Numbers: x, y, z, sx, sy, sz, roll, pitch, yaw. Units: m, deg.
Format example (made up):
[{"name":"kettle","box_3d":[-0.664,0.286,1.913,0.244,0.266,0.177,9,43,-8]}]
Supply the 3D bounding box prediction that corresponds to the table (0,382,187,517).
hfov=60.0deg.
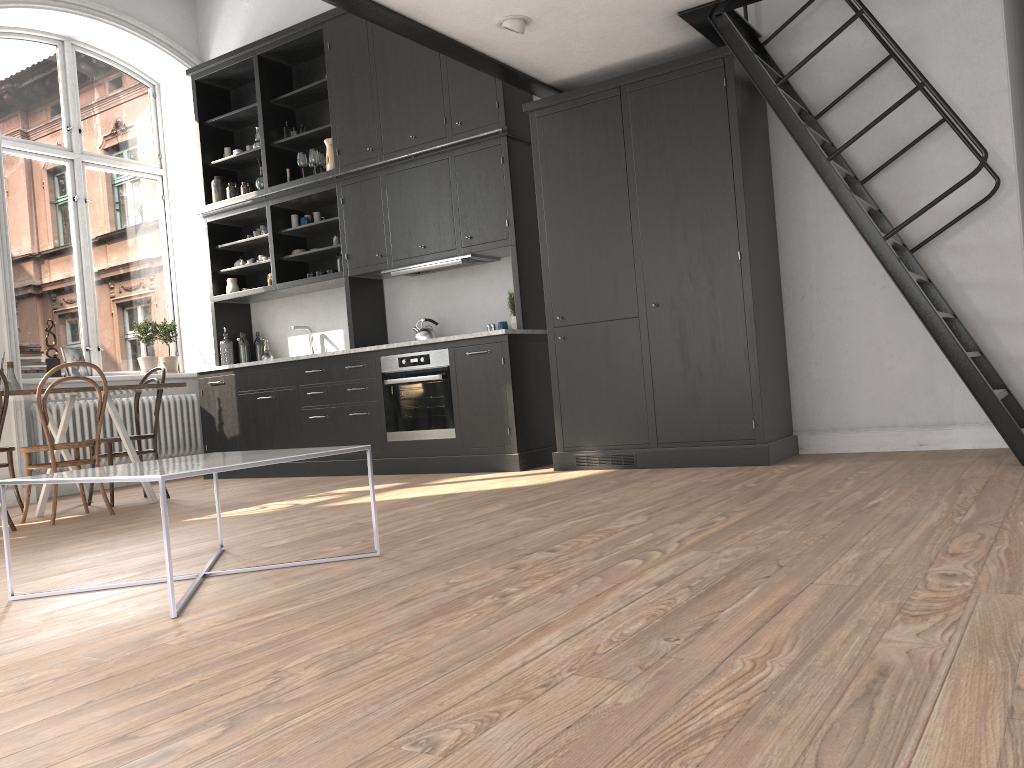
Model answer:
[{"name":"table","box_3d":[-3.203,0.462,5.315,1.100,0.780,2.199,-5,0,33]}]

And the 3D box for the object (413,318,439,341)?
[{"name":"object","box_3d":[-0.659,-0.406,6.733,0.171,0.186,0.171,-5,0,44]}]

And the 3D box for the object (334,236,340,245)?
[{"name":"object","box_3d":[-1.414,-1.146,7.148,0.058,0.094,0.058,-5,0,-18]}]

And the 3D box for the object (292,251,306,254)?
[{"name":"object","box_3d":[-3.706,-0.028,5.391,0.792,1.842,5.825,-5,0,38]}]

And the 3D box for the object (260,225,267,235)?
[{"name":"object","box_3d":[-2.134,-1.306,7.623,0.060,0.107,0.060,-5,0,-29]}]

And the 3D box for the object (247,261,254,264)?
[{"name":"object","box_3d":[-2.288,-1.055,7.755,0.056,0.033,0.058,-5,0,8]}]

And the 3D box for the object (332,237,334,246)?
[{"name":"object","box_3d":[-1.439,-1.143,7.216,0.058,0.094,0.058,-5,0,-18]}]

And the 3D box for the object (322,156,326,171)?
[{"name":"object","box_3d":[-1.533,-1.774,7.361,0.083,0.221,0.083,-5,0,-26]}]

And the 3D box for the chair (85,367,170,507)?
[{"name":"chair","box_3d":[-2.645,0.350,6.107,0.549,0.920,0.438,-5,0,-45]}]

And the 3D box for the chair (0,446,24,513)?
[{"name":"chair","box_3d":[-3.555,0.426,5.858,0.549,0.920,0.437,-5,0,40]}]

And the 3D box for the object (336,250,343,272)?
[{"name":"object","box_3d":[-1.331,-0.974,7.088,0.124,0.192,0.129,-5,0,-29]}]

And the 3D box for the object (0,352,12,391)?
[{"name":"object","box_3d":[-3.168,-0.073,5.500,0.107,0.283,0.106,-5,0,28]}]

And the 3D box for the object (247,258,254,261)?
[{"name":"object","box_3d":[-2.289,-1.075,7.755,0.055,0.047,0.058,-5,0,-42]}]

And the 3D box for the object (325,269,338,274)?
[{"name":"object","box_3d":[-1.445,-0.898,7.138,0.088,0.059,0.104,-5,0,41]}]

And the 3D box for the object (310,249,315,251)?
[{"name":"object","box_3d":[-1.639,-1.104,7.450,0.124,0.036,0.123,-5,0,20]}]

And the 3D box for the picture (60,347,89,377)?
[{"name":"picture","box_3d":[-3.693,-0.174,7.439,0.149,0.264,0.221,-5,0,16]}]

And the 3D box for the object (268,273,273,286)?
[{"name":"object","box_3d":[-2.032,-0.878,7.502,0.069,0.123,0.173,-5,0,-25]}]

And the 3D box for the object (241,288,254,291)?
[{"name":"object","box_3d":[-2.278,-0.812,7.767,0.180,0.037,0.180,-5,0,18]}]

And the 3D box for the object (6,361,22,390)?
[{"name":"object","box_3d":[-3.174,-0.036,5.625,0.101,0.212,0.101,-5,0,-18]}]

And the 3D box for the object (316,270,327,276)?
[{"name":"object","box_3d":[-1.540,-0.890,7.174,0.104,0.059,0.088,-5,0,11]}]

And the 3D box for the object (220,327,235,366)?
[{"name":"object","box_3d":[-2.493,-0.323,7.745,0.109,0.349,0.109,-5,0,14]}]

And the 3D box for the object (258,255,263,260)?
[{"name":"object","box_3d":[-2.169,-1.083,7.668,0.039,0.055,0.049,-5,0,-37]}]

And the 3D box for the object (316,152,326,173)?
[{"name":"object","box_3d":[-1.557,-1.773,7.227,0.083,0.221,0.083,-5,0,32]}]

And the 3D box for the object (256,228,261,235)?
[{"name":"object","box_3d":[-2.201,-1.300,7.748,0.060,0.107,0.060,-5,0,1]}]

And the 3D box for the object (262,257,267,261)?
[{"name":"object","box_3d":[-2.124,-1.063,7.615,0.049,0.054,0.039,-5,0,-32]}]

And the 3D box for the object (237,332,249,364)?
[{"name":"object","box_3d":[-2.372,-0.306,7.809,0.086,0.301,0.086,-5,0,19]}]

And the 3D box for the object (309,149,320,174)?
[{"name":"object","box_3d":[-1.585,-1.771,7.125,0.083,0.221,0.083,-5,0,-11]}]

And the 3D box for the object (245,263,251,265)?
[{"name":"object","box_3d":[-2.287,-1.041,7.757,0.085,0.017,0.085,-5,0,28]}]

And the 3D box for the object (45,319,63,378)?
[{"name":"object","box_3d":[-3.770,-0.287,7.259,0.122,0.488,0.102,-5,0,-33]}]

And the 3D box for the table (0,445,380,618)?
[{"name":"table","box_3d":[-1.067,0.459,3.007,0.849,0.392,0.849,-5,0,33]}]

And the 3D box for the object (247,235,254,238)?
[{"name":"object","box_3d":[-2.265,-1.264,7.703,0.071,0.047,0.071,-5,0,-19]}]

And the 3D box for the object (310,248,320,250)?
[{"name":"object","box_3d":[-1.640,-1.112,7.449,0.112,0.036,0.112,-5,0,-15]}]

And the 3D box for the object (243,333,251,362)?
[{"name":"object","box_3d":[-2.386,-0.304,7.933,0.086,0.301,0.086,-5,0,-43]}]

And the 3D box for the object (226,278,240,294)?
[{"name":"object","box_3d":[-2.452,-0.852,7.793,0.115,0.144,0.127,-5,0,12]}]

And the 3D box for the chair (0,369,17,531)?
[{"name":"chair","box_3d":[-3.016,0.374,4.818,0.549,0.920,0.437,-5,0,28]}]

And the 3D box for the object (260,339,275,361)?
[{"name":"object","box_3d":[-2.165,-0.284,7.843,0.120,0.219,0.132,-5,0,33]}]

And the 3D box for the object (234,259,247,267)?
[{"name":"object","box_3d":[-2.405,-1.060,7.865,0.125,0.100,0.140,-5,0,14]}]

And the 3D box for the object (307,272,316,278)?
[{"name":"object","box_3d":[-1.631,-0.882,7.242,0.104,0.059,0.088,-5,0,21]}]

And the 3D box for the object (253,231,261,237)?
[{"name":"object","box_3d":[-2.200,-1.281,7.652,0.064,0.069,0.064,-5,0,-9]}]

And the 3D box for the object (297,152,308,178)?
[{"name":"object","box_3d":[-1.696,-1.761,7.194,0.083,0.221,0.083,-5,0,-26]}]

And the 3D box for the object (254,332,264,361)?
[{"name":"object","box_3d":[-2.263,-0.315,7.929,0.086,0.301,0.086,-5,0,-11]}]

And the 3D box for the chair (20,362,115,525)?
[{"name":"chair","box_3d":[-2.669,0.347,5.289,0.549,0.920,0.437,-5,0,44]}]

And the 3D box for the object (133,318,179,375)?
[{"name":"object","box_3d":[-3.241,-0.345,8.087,0.234,0.524,0.500,-5,0,22]}]

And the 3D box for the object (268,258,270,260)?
[{"name":"object","box_3d":[-2.070,-1.065,7.630,0.049,0.041,0.056,-5,0,6]}]

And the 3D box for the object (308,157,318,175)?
[{"name":"object","box_3d":[-1.626,-1.767,7.272,0.083,0.221,0.083,-5,0,25]}]
